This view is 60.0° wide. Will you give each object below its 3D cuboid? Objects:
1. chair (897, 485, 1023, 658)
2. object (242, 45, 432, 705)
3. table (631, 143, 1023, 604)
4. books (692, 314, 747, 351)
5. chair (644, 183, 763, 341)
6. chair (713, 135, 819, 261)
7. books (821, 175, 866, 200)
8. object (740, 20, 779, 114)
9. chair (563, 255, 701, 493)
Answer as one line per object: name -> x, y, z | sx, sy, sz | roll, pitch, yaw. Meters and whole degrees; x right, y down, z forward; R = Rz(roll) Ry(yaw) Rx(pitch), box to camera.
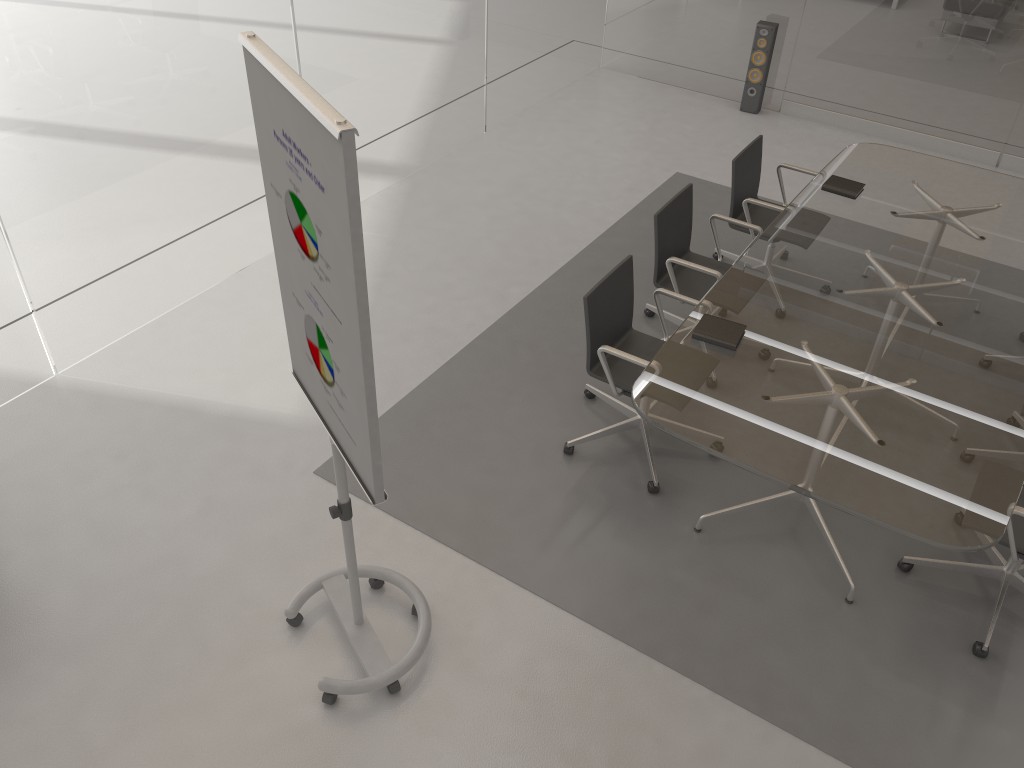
chair -> 1.921, 0.510, 3.303 | 0.710, 0.805, 0.731 | 12, 40, 12
object -> -0.537, 0.132, 2.622 | 0.553, 2.088, 0.560 | 13, 40, 13
table -> 1.740, -0.172, 4.202 | 1.372, 0.721, 3.054 | 24, 43, 24
books -> 0.842, -0.211, 3.603 | 0.183, 0.032, 0.164 | 19, 42, 20
chair -> 1.035, -0.503, 4.517 | 0.710, 0.805, 0.731 | 12, 40, 11
chair -> 1.536, -0.892, 5.028 | 0.710, 0.805, 0.731 | 12, 40, 11
books -> 1.749, -1.039, 4.680 | 0.183, 0.032, 0.164 | 25, 44, 26
object -> 2.004, -2.565, 7.212 | 0.152, 0.706, 0.124 | 20, 42, 21
chair -> 0.650, -0.053, 3.938 | 0.710, 0.805, 0.731 | 12, 40, 11
